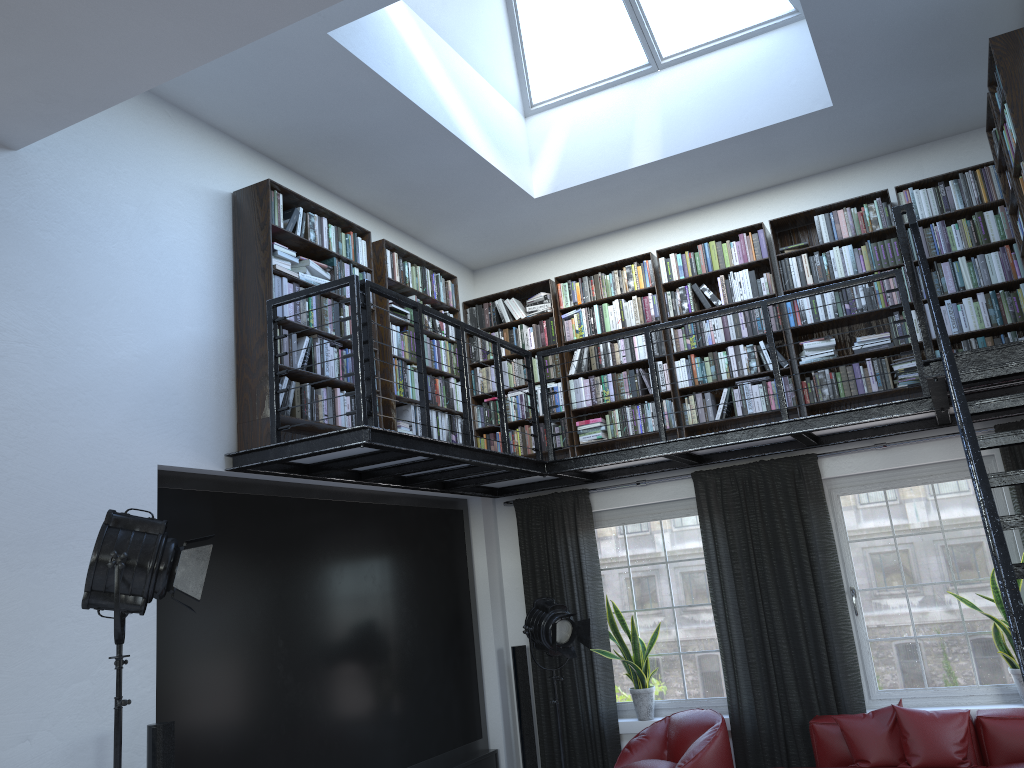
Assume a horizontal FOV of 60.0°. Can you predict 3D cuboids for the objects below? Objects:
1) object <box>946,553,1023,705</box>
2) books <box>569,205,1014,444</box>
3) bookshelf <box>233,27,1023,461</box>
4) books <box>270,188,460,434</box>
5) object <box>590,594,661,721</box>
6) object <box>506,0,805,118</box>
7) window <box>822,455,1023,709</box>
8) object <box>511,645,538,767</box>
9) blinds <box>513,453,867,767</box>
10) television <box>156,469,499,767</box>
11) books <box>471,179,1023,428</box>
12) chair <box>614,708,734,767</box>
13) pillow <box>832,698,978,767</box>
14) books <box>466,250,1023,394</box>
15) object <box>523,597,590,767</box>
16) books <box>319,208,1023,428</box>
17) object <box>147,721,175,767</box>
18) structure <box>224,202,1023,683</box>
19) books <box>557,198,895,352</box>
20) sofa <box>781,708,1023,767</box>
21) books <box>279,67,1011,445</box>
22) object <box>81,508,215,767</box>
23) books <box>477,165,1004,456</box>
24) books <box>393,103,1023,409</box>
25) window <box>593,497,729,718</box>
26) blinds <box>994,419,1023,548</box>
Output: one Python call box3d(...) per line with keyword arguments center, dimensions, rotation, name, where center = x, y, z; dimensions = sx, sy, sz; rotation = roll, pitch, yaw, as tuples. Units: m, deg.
box3d(center=(3.152, 1.571, 5.644), dimensions=(0.552, 0.949, 0.521), rotation=(-10, -15, 14), name="object")
box3d(center=(2.013, -0.348, 6.648), dimensions=(3.380, 1.133, 0.239), rotation=(-12, -16, 24), name="books")
box3d(center=(1.055, -0.574, 5.618), dimensions=(4.460, 1.632, 3.069), rotation=(-12, -15, 25), name="bookshelf")
box3d(center=(-0.998, -0.320, 6.127), dimensions=(0.314, 1.436, 2.193), rotation=(-13, -16, 25), name="books")
box3d(center=(0.800, 2.087, 6.769), dimensions=(0.550, 0.949, 0.523), rotation=(-17, -18, 35), name="object")
box3d(center=(0.802, -2.716, 6.155), dimensions=(2.214, 0.640, 1.178), rotation=(-12, -15, 25), name="object")
box3d(center=(2.890, 1.376, 6.139), dimensions=(1.163, 1.621, 0.132), rotation=(-13, -17, 24), name="window")
box3d(center=(0.097, 2.689, 6.932), dimensions=(0.156, 1.233, 0.157), rotation=(-19, -20, 39), name="object")
box3d(center=(1.223, 1.882, 6.644), dimensions=(2.500, 2.409, 0.124), rotation=(-13, -17, 25), name="blinds")
box3d(center=(-0.994, 1.869, 5.652), dimensions=(0.116, 2.450, 3.332), rotation=(-13, -16, 25), name="television")
box3d(center=(1.661, -0.425, 6.831), dimensions=(4.421, 1.426, 0.225), rotation=(-12, -17, 24), name="books")
box3d(center=(1.081, 2.633, 5.998), dimensions=(0.830, 0.718, 0.822), rotation=(-3, -15, -13), name="chair")
box3d(center=(2.861, 1.999, 4.983), dimensions=(0.983, 0.405, 1.938), rotation=(0, -14, -22), name="pillow")
box3d(center=(1.660, -0.414, 6.825), dimensions=(4.426, 1.410, 0.240), rotation=(-12, -17, 25), name="books")
box3d(center=(1.424, 2.188, 6.194), dimensions=(2.903, 1.594, 0.746), rotation=(-8, -15, 9), name="object")
box3d(center=(1.010, -0.529, 5.511), dimensions=(4.321, 1.151, 1.588), rotation=(-12, -15, 24), name="books")
box3d(center=(-1.528, 2.114, 3.810), dimensions=(0.157, 1.233, 0.156), rotation=(-8, -15, 6), name="object")
box3d(center=(0.873, 0.917, 4.512), dimensions=(4.473, 3.387, 4.587), rotation=(-13, -16, 25), name="structure")
box3d(center=(1.632, -0.700, 6.917), dimensions=(2.628, 0.836, 0.212), rotation=(-12, -16, 25), name="books")
box3d(center=(2.093, 2.159, 4.289), dimensions=(2.533, 0.662, 3.259), rotation=(-12, -15, 25), name="sofa")
box3d(center=(0.868, -0.708, 5.279), dimensions=(4.363, 1.422, 2.191), rotation=(-12, -15, 24), name="books")
box3d(center=(-1.392, 1.261, 3.351), dimensions=(0.544, 1.594, 0.605), rotation=(0, -16, -20), name="object")
box3d(center=(1.426, -0.504, 6.415), dimensions=(4.419, 1.443, 1.277), rotation=(-13, -16, 26), name="books")
box3d(center=(1.127, -0.625, 5.741), dimensions=(4.369, 1.418, 1.162), rotation=(-12, -16, 25), name="books")
box3d(center=(1.113, 1.761, 6.970), dimensions=(1.163, 1.621, 0.132), rotation=(-13, -17, 24), name="window")
box3d(center=(3.486, 1.209, 4.831), dimensions=(0.527, 2.403, 1.734), rotation=(-8, -15, 8), name="blinds")
